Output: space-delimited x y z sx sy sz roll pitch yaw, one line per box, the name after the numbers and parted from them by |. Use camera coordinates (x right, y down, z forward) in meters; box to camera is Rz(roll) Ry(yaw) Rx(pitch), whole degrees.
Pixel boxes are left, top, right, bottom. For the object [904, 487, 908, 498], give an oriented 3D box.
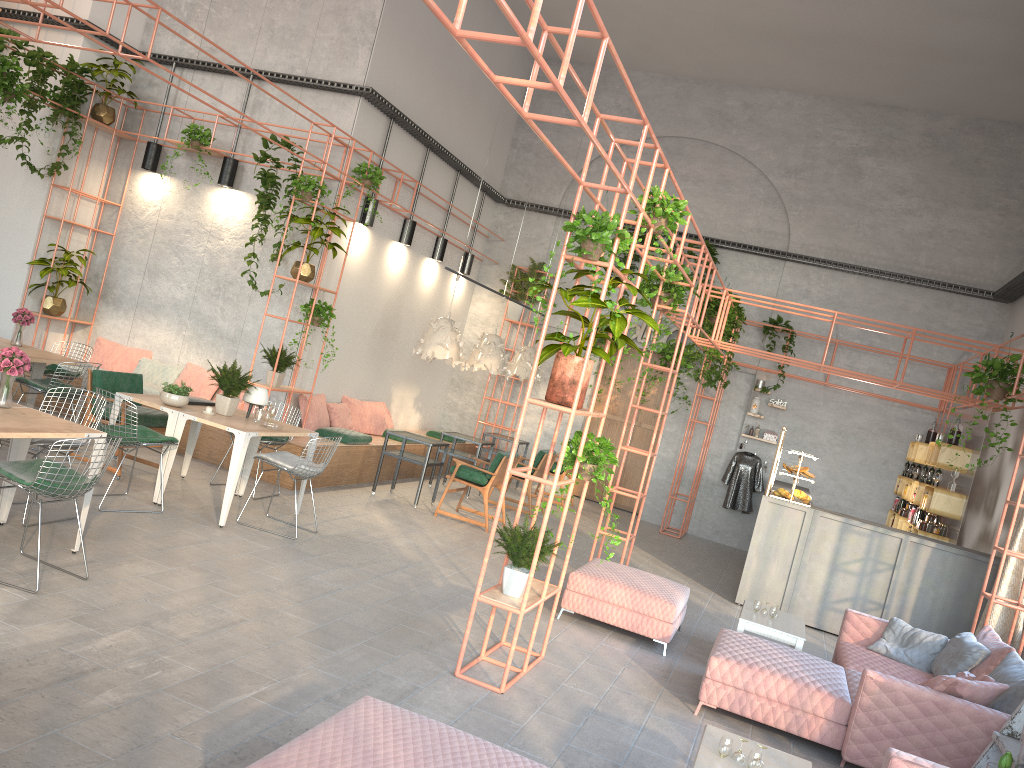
5.432 1.484 12.152 0.069 0.191 0.069 13 1 -36 | object

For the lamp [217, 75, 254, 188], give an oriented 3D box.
-3.431 -3.181 11.134 0.179 1.425 0.185 15 1 18 | lamp

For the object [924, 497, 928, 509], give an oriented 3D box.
4.821 1.367 10.240 0.069 0.191 0.069 15 1 35 | object

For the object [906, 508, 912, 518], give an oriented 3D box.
5.409 1.761 12.052 0.073 0.131 0.073 14 1 11 | object

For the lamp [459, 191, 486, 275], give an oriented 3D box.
-0.628 -2.546 14.948 0.185 1.425 0.179 15 1 18 | lamp

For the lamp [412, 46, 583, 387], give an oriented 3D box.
0.108 -2.085 12.566 0.704 4.052 4.456 15 1 18 | lamp

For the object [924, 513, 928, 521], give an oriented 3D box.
5.035 1.614 10.725 0.065 0.280 0.065 14 1 -29 | object

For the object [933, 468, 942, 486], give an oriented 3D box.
5.406 1.153 11.249 0.066 0.291 0.066 14 1 -32 | object

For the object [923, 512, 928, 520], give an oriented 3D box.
5.054 1.614 10.805 0.072 0.287 0.074 13 1 -40 | object

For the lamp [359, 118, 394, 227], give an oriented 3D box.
-1.726 -2.755 11.512 0.185 1.425 0.179 15 1 18 | lamp

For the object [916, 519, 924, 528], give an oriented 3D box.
4.833 1.659 10.444 0.115 0.107 0.115 15 1 15 | object

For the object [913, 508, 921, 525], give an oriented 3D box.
4.967 1.612 10.828 0.082 0.246 0.082 13 1 -39 | object

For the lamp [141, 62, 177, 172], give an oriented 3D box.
-4.543 -3.471 11.507 0.179 1.425 0.185 15 1 18 | lamp

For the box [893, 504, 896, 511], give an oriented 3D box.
5.623 1.815 12.971 0.058 0.093 0.122 15 1 18 | box

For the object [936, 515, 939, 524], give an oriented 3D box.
5.112 1.631 10.702 0.072 0.287 0.074 13 1 -40 | object

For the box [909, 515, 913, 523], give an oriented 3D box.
5.040 1.704 11.145 0.058 0.093 0.122 15 1 18 | box

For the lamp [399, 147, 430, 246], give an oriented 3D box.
-1.359 -2.685 12.661 0.185 1.425 0.179 15 1 18 | lamp

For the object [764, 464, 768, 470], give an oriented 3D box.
4.003 1.329 14.004 0.070 0.146 0.033 14 1 -11 | object

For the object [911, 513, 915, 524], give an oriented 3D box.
5.026 1.639 11.027 0.073 0.219 0.105 15 1 24 | object

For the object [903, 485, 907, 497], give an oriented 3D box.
5.482 1.493 12.308 0.069 0.191 0.069 14 1 -30 | object

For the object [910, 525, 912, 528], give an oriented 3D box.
5.081 1.924 11.352 0.072 0.243 0.074 13 1 -40 | object

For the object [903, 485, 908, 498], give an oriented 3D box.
5.457 1.488 12.229 0.069 0.191 0.069 14 1 -30 | object

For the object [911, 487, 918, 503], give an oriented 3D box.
5.205 1.434 11.343 0.131 0.207 0.131 14 1 -27 | object

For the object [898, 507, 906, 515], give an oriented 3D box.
5.416 1.770 12.269 0.115 0.107 0.115 14 1 -15 | object

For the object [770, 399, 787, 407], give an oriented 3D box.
4.185 0.286 13.955 0.263 0.101 0.013 15 1 18 | object

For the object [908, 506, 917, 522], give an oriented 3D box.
5.088 1.654 11.258 0.070 0.209 0.070 14 1 -22 | object

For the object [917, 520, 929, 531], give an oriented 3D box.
4.793 1.651 10.320 0.115 0.107 0.115 14 1 -16 | object

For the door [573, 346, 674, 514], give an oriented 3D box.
2.021 0.760 15.466 1.360 2.729 0.551 15 1 18 | door

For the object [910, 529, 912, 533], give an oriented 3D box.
4.933 1.907 10.939 0.094 0.219 0.094 13 1 -39 | object

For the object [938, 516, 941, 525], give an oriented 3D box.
5.199 1.671 10.857 0.072 0.248 0.094 15 1 18 | object

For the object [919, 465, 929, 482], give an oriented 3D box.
5.261 1.115 11.299 0.066 0.291 0.066 14 1 -12 | object

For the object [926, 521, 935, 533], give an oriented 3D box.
4.826 1.649 10.226 0.073 0.131 0.073 14 1 11 | object

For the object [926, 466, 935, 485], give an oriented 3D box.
5.332 1.134 11.276 0.066 0.291 0.066 15 1 25 | object

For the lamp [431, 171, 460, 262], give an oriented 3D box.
-0.995 -2.616 13.799 0.185 1.425 0.179 15 1 18 | lamp

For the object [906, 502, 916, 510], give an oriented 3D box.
5.482 1.681 12.183 0.115 0.107 0.115 15 2 44 | object

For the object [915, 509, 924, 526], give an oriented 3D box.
4.952 1.587 10.747 0.066 0.291 0.066 14 1 2 | object

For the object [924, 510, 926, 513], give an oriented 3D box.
5.068 1.636 10.898 0.072 0.248 0.094 15 1 18 | object

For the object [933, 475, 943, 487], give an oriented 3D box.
5.345 1.213 11.154 0.115 0.147 0.115 15 1 27 | object

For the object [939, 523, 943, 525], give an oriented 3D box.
5.032 1.698 10.413 0.073 0.131 0.073 14 1 4 | object

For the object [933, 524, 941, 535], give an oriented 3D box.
4.908 1.681 10.282 0.115 0.107 0.115 15 1 24 | object

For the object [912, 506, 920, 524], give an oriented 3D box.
5.002 1.619 10.922 0.072 0.248 0.094 15 1 18 | object

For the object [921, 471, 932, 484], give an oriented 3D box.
5.224 1.182 11.195 0.115 0.147 0.115 15 1 27 | object

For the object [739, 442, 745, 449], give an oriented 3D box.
3.679 0.982 14.121 0.093 0.121 0.049 15 1 20 | object

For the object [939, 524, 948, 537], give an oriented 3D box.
4.960 1.684 10.187 0.073 0.131 0.073 14 1 11 | object

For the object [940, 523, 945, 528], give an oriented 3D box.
5.000 1.692 10.314 0.073 0.131 0.073 14 1 -11 | object
